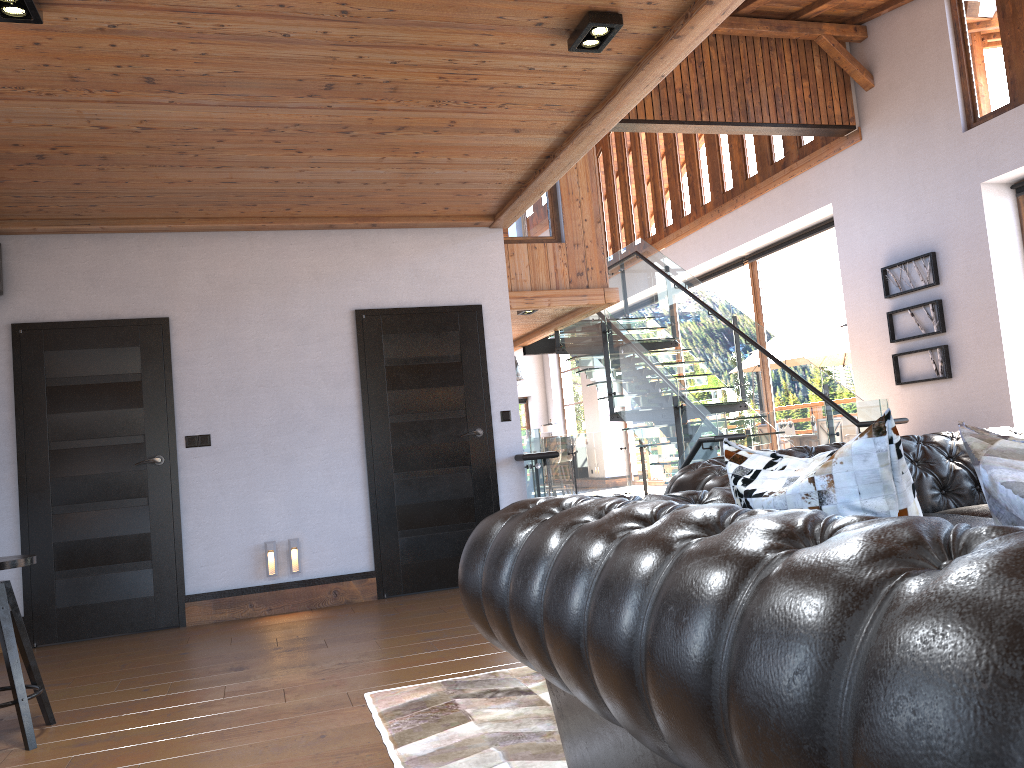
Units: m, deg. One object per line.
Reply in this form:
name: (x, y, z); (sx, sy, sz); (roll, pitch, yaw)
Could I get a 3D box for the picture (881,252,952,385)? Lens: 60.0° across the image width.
picture: (4.292, -0.673, 9.442); (0.059, 1.313, 0.768); (-4, -5, -17)

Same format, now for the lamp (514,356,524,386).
lamp: (-0.299, -2.243, 15.989); (0.615, 4.689, 0.627); (-8, -5, 28)

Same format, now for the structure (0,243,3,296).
structure: (-3.351, -0.733, 5.592); (0.215, 0.350, 0.212); (-4, -5, -17)

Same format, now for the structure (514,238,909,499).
structure: (3.255, 1.121, 11.608); (9.277, 6.404, 10.937); (-4, -5, -17)

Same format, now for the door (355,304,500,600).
door: (-0.589, 0.458, 6.438); (0.948, 2.057, 0.142); (-4, -5, -18)

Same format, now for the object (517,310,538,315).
object: (0.158, -0.765, 9.096); (0.156, 0.068, 0.259); (-4, -4, -17)

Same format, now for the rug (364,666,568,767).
rug: (1.079, 0.990, 2.115); (2.448, 0.053, 4.012); (-4, -4, -16)

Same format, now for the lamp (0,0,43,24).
lamp: (-1.731, -1.339, 3.057); (0.156, 0.068, 0.259); (-4, -4, -17)

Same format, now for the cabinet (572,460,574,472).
cabinet: (1.164, 1.777, 19.848); (0.405, 0.656, 1.852); (-4, -5, -17)

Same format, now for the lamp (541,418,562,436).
lamp: (0.918, 1.145, 20.402); (0.471, 0.726, 0.468); (-5, -5, -8)

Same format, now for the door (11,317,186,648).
door: (-2.677, 0.603, 5.767); (0.948, 2.057, 0.142); (-4, -5, -18)

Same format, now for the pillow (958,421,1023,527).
pillow: (0.802, 0.228, 1.052); (0.285, 0.469, 0.524); (-4, -5, -14)

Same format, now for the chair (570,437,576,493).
chair: (0.903, 1.485, 15.678); (0.570, 1.093, 0.502); (-5, -5, -8)

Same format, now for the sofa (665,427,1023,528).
sofa: (1.998, 0.656, 4.116); (2.585, 0.839, 1.229); (-4, -5, -18)

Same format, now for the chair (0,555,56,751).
chair: (-2.061, 1.062, 3.487); (0.396, 0.722, 0.390); (-4, -5, -17)

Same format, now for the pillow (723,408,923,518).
pillow: (0.614, 0.293, 1.696); (0.285, 0.469, 0.524); (-4, -5, -14)

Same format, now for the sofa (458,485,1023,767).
sofa: (0.744, 0.580, 1.499); (1.248, 0.839, 2.545); (-4, -4, -17)

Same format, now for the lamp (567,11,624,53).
lamp: (0.346, -1.484, 3.724); (0.156, 0.068, 0.259); (-4, -4, -17)
